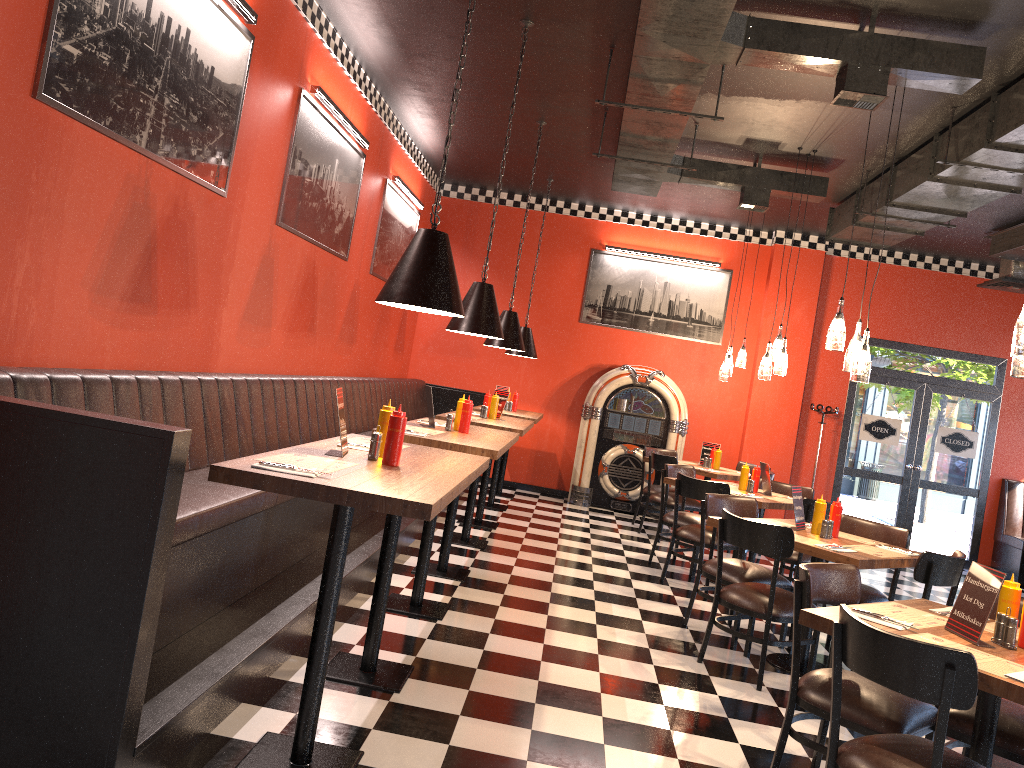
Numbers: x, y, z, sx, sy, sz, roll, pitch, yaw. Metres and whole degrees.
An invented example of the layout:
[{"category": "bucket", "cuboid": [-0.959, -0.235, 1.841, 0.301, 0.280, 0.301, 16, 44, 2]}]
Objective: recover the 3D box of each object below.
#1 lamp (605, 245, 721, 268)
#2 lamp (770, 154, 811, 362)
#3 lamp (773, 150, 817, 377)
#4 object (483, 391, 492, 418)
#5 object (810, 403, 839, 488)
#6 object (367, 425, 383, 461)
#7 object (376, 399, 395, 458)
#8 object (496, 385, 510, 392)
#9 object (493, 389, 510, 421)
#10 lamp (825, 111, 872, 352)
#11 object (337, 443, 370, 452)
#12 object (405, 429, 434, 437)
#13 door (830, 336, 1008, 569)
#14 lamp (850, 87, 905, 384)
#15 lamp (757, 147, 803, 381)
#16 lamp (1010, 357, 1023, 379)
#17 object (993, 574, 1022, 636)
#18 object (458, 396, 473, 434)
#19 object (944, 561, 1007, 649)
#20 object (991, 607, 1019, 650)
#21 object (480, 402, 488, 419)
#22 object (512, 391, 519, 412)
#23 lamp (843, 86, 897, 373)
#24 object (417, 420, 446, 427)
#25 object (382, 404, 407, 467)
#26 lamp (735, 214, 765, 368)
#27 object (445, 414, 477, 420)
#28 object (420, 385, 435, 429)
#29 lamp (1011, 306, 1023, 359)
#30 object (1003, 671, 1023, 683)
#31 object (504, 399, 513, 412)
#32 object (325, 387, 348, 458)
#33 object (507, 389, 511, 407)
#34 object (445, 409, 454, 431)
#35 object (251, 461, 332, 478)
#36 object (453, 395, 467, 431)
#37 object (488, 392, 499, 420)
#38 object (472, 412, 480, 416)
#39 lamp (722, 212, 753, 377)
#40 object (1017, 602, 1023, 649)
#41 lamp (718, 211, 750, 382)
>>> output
[{"category": "lamp", "cuboid": [1.875, -1.589, 11.031, 1.445, 0.056, 0.081, 10, 0, 5]}, {"category": "lamp", "cuboid": [2.376, -1.154, 7.476, 0.108, 1.968, 0.109, 11, -2, -39]}, {"category": "lamp", "cuboid": [2.368, -1.040, 7.342, 0.108, 1.968, 0.108, 10, -2, -13]}, {"category": "object", "cuboid": [-0.219, 0.175, 7.773, 0.068, 0.238, 0.068, 9, -2, -1]}, {"category": "object", "cuboid": [3.612, 1.072, 10.584, 0.375, 1.660, 0.373, 9, -2, 27]}, {"category": "object", "cuboid": [-0.539, 0.231, 3.505, 0.046, 0.136, 0.093, 10, -1, -5]}, {"category": "object", "cuboid": [-0.517, 0.180, 3.623, 0.067, 0.238, 0.068, 10, -2, -21]}, {"category": "object", "cuboid": [-0.104, 0.155, 10.014, 0.187, 0.257, 0.072, 10, -2, -35]}, {"category": "object", "cuboid": [-0.127, 0.180, 7.817, 0.072, 0.257, 0.189, 11, -2, -44]}, {"category": "lamp", "cuboid": [2.097, -1.173, 5.353, 0.108, 1.968, 0.108, 10, -2, -23]}, {"category": "object", "cuboid": [-0.616, 0.273, 3.804, 0.255, 0.019, 0.157, 10, 1, 1]}, {"category": "object", "cuboid": [-0.554, 0.268, 4.934, 0.255, 0.019, 0.157, 10, 1, 1]}, {"category": "door", "cuboid": [4.888, 0.819, 10.727, 1.801, 2.576, 0.128, 9, -2, 5]}, {"category": "lamp", "cuboid": [2.201, -0.980, 5.234, 0.108, 1.968, 0.108, 9, -2, 16]}, {"category": "lamp", "cuboid": [2.237, -1.002, 7.336, 0.108, 1.968, 0.108, 9, -2, 16]}, {"category": "lamp", "cuboid": [1.979, -0.990, 3.156, 0.108, 1.968, 0.109, 11, -2, -39]}, {"category": "object", "cuboid": [1.782, 0.799, 3.180, 0.068, 0.238, 0.067, 9, -2, 19]}, {"category": "object", "cuboid": [-0.289, 0.192, 5.617, 0.068, 0.238, 0.067, 9, -2, 25]}, {"category": "object", "cuboid": [1.621, 0.764, 3.102, 0.072, 0.257, 0.188, 10, -1, -6]}, {"category": "object", "cuboid": [1.717, 0.843, 3.077, 0.046, 0.136, 0.093, 10, -1, -6]}, {"category": "object", "cuboid": [-0.239, 0.226, 7.652, 0.046, 0.136, 0.094, 10, -1, -31]}, {"category": "object", "cuboid": [0.034, 0.189, 9.908, 0.068, 0.238, 0.068, 10, -2, -2]}, {"category": "lamp", "cuboid": [2.206, -1.041, 5.359, 0.108, 1.968, 0.109, 11, -2, -43]}, {"category": "object", "cuboid": [-0.503, 0.264, 5.899, 0.255, 0.019, 0.157, 10, 1, 1]}, {"category": "object", "cuboid": [-0.449, 0.195, 3.411, 0.067, 0.238, 0.068, 10, -2, -21]}, {"category": "lamp", "cuboid": [2.586, -1.145, 9.440, 0.109, 1.968, 0.108, 8, -2, 37]}, {"category": "object", "cuboid": [-0.403, 0.265, 7.069, 0.255, 0.019, 0.157, 10, 1, 1]}, {"category": "object", "cuboid": [-0.520, 0.143, 5.637, 0.072, 0.257, 0.188, 10, -1, -16]}, {"category": "lamp", "cuboid": [1.923, -1.057, 3.055, 0.108, 1.968, 0.108, 10, -2, -8]}, {"category": "object", "cuboid": [1.615, 0.890, 2.671, 0.254, 0.019, 0.158, 9, 1, -37]}, {"category": "object", "cuboid": [-0.036, 0.231, 9.805, 0.093, 0.136, 0.047, 10, -2, -15]}, {"category": "object", "cuboid": [-0.669, 0.147, 3.484, 0.072, 0.257, 0.188, 10, -1, -4]}, {"category": "object", "cuboid": [-0.057, 0.174, 9.925, 0.068, 0.238, 0.068, 10, -2, -2]}, {"category": "object", "cuboid": [-0.392, 0.228, 5.599, 0.046, 0.136, 0.093, 10, -1, -6]}, {"category": "object", "cuboid": [-0.697, 0.272, 2.849, 0.255, 0.019, 0.157, 10, 1, 1]}, {"category": "object", "cuboid": [-0.327, 0.184, 5.703, 0.068, 0.238, 0.067, 9, -2, 14]}, {"category": "object", "cuboid": [-0.154, 0.187, 7.706, 0.068, 0.238, 0.068, 10, -2, -6]}, {"category": "object", "cuboid": [-0.335, 0.264, 7.986, 0.255, 0.019, 0.157, 10, 1, 1]}, {"category": "lamp", "cuboid": [2.439, -1.056, 9.427, 0.108, 1.968, 0.109, 11, -2, -43]}, {"category": "object", "cuboid": [1.820, 0.807, 3.094, 0.067, 0.238, 0.068, 11, -2, -43]}, {"category": "lamp", "cuboid": [2.425, -1.000, 9.548, 0.108, 1.968, 0.108, 10, -2, -14]}]
